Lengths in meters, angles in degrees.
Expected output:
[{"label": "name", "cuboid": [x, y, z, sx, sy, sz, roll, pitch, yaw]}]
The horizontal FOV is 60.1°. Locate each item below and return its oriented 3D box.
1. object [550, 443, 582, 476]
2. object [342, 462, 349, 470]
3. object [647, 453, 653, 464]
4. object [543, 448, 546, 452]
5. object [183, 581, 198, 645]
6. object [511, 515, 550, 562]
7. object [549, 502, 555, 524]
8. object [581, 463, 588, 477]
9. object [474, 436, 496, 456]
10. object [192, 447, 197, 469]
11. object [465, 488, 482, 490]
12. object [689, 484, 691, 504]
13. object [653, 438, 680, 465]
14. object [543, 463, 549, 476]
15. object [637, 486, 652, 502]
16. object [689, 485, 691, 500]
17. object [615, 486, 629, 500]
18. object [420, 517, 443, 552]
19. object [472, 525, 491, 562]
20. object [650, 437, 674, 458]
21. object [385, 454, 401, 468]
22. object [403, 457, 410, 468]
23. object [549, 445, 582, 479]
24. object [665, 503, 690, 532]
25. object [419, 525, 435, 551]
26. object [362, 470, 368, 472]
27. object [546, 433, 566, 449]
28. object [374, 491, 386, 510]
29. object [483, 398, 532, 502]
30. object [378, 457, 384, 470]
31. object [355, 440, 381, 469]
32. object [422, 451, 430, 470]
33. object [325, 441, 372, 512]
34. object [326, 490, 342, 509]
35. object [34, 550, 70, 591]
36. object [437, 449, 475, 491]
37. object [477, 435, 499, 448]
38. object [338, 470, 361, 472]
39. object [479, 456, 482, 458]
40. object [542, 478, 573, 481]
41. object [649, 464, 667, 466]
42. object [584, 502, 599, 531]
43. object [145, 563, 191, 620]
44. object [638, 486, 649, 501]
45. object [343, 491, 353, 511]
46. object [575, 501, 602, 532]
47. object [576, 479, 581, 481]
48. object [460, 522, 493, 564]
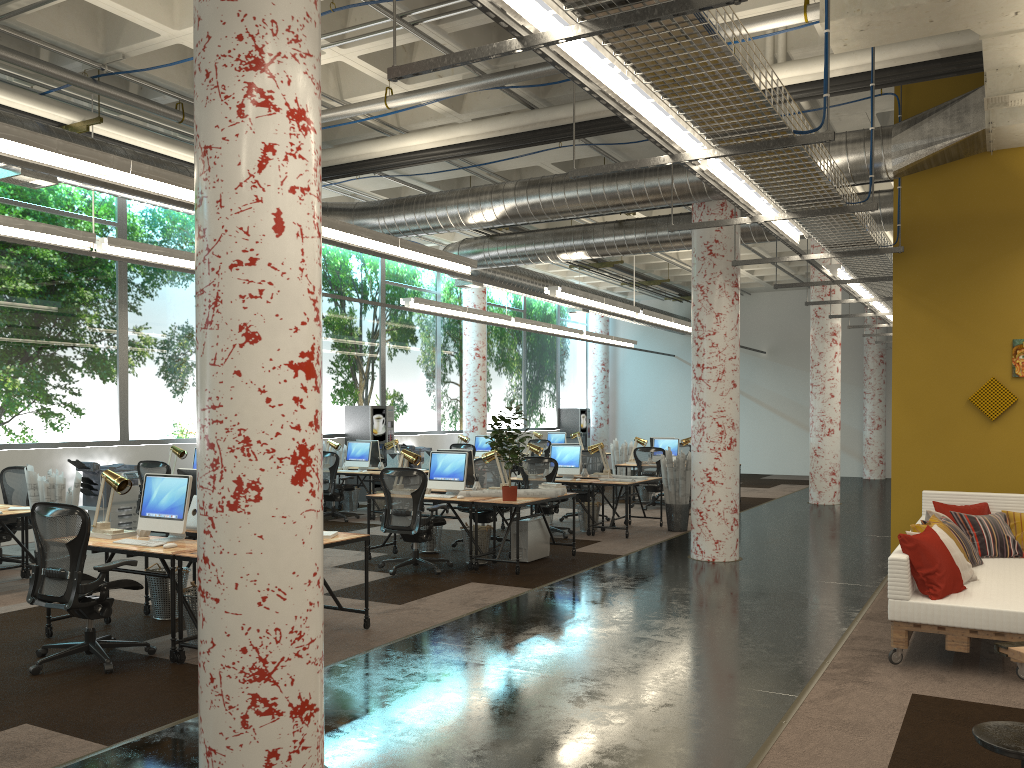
[{"label": "object", "cuboid": [0.796, 1.126, 13.154, 0.483, 0.486, 0.189, 0, 1, 29]}, {"label": "object", "cuboid": [-2.740, 1.314, 14.578, 0.101, 0.209, 0.101, 0, 1, -16]}, {"label": "object", "cuboid": [2.522, 1.366, 16.214, 0.101, 0.209, 0.101, 0, 1, -16]}, {"label": "object", "cuboid": [0.776, 1.527, 20.899, 0.101, 0.209, 0.101, 0, 1, -16]}, {"label": "object", "cuboid": [-2.208, 1.647, 6.359, 0.358, 0.435, 0.353, 0, 0, 25]}, {"label": "object", "cuboid": [0.214, 1.741, 10.016, 0.221, 0.455, 0.541, 0, 0, 29]}, {"label": "object", "cuboid": [0.490, 1.881, 13.292, 0.358, 0.435, 0.353, 0, 0, 25]}, {"label": "object", "cuboid": [1.062, 1.256, 12.940, 0.101, 0.209, 0.101, 0, 1, -16]}, {"label": "object", "cuboid": [-0.537, 1.286, 17.842, 0.483, 0.486, 0.189, 0, 1, 29]}, {"label": "object", "cuboid": [-3.993, 1.077, 11.629, 0.483, 0.486, 0.189, 0, 1, 29]}, {"label": "object", "cuboid": [-0.538, 1.250, 10.569, 0.439, 0.017, 0.118, -1, -2, 29]}, {"label": "object", "cuboid": [3.137, 1.983, 15.952, 0.235, 0.403, 0.119, 0, 1, 30]}, {"label": "object", "cuboid": [2.788, 1.221, 15.994, 0.483, 0.486, 0.189, 0, 1, 29]}, {"label": "object", "cuboid": [0.501, 1.251, 12.784, 0.101, 0.209, 0.101, 0, 1, -16]}, {"label": "object", "cuboid": [2.511, 1.996, 16.722, 0.358, 0.435, 0.353, 0, 0, 25]}, {"label": "object", "cuboid": [3.095, 1.967, 15.885, 0.358, 0.435, 0.353, 0, 0, 25]}, {"label": "object", "cuboid": [2.143, 2.040, 17.161, 0.353, 0.399, 0.353, 0, 0, -16]}, {"label": "object", "cuboid": [-0.974, 1.766, 10.521, 0.358, 0.435, 0.353, 0, 0, 25]}, {"label": "object", "cuboid": [-0.347, 1.753, 9.752, 0.235, 0.403, 0.119, 0, 1, 30]}, {"label": "object", "cuboid": [2.816, 1.241, 16.583, 0.483, 0.486, 0.189, 0, 1, 29]}, {"label": "object", "cuboid": [-1.827, 1.239, 13.733, 0.280, 0.302, 0.150, 0, 0, 29]}, {"label": "object", "cuboid": [-1.755, 1.243, 13.863, 0.280, 0.302, 0.150, 0, 0, 29]}, {"label": "object", "cuboid": [0.767, 1.106, 12.565, 0.483, 0.486, 0.189, 0, 1, 29]}, {"label": "object", "cuboid": [2.340, 1.882, 12.508, 0.353, 0.399, 0.353, 0, 0, -16]}, {"label": "object", "cuboid": [-1.017, 1.777, 10.455, 0.235, 0.403, 0.119, 0, 1, 30]}, {"label": "object", "cuboid": [-2.322, 1.383, 14.016, 0.059, 0.029, 0.106, -1, -2, 30]}, {"label": "object", "cuboid": [1.042, 1.381, 20.680, 0.483, 0.486, 0.189, 0, 1, 29]}, {"label": "object", "cuboid": [-2.125, 1.931, 14.316, 0.235, 0.403, 0.119, 0, 1, 30]}, {"label": "object", "cuboid": [-0.050, 0.674, 9.171, 0.513, 1.078, 0.438, 0, 1, 20]}, {"label": "object", "cuboid": [-2.180, 1.319, 14.734, 0.101, 0.209, 0.101, 0, 1, -16]}, {"label": "object", "cuboid": [-2.446, 1.189, 14.948, 0.483, 0.486, 0.189, 0, 1, 29]}, {"label": "object", "cuboid": [-1.335, 1.268, 14.617, 0.280, 0.302, 0.150, 0, 0, 29]}, {"label": "object", "cuboid": [-2.732, 1.536, 14.512, 1.077, 1.210, 0.190, 0, 1, 29]}, {"label": "object", "cuboid": [-3.119, 1.988, 15.525, 0.353, 0.399, 0.353, 0, 0, -42]}, {"label": "object", "cuboid": [-4.260, 1.743, 8.265, 0.353, 0.399, 0.353, 0, 0, -16]}, {"label": "object", "cuboid": [-0.669, 1.011, 10.383, 0.483, 0.486, 0.189, 0, 1, 29]}, {"label": "object", "cuboid": [-0.509, 1.306, 18.431, 0.483, 0.486, 0.189, 0, 1, 29]}, {"label": "object", "cuboid": [-2.605, 1.396, 14.181, 0.439, 0.017, 0.118, -1, -2, 29]}, {"label": "object", "cuboid": [-0.661, 1.544, 18.783, 0.059, 0.029, 0.106, -1, -2, 30]}, {"label": "object", "cuboid": [0.637, 1.333, 12.388, 0.439, 0.017, 0.118, -1, -2, 29]}, {"label": "object", "cuboid": [2.658, 1.448, 15.817, 0.439, 0.017, 0.118, -1, -2, 29]}, {"label": "object", "cuboid": [1.117, 1.868, 12.522, 0.235, 0.403, 0.119, 0, 1, 30]}, {"label": "object", "cuboid": [-2.792, 1.676, 7.196, 0.358, 0.435, 0.353, 0, 0, 25]}, {"label": "object", "cuboid": [2.468, 2.007, 16.656, 0.235, 0.403, 0.119, 0, 1, 30]}, {"label": "object", "cuboid": [-2.795, 1.955, 15.020, 0.235, 0.403, 0.119, 0, 1, 30]}, {"label": "object", "cuboid": [1.074, 1.852, 12.456, 0.358, 0.435, 0.353, 0, 0, 25]}, {"label": "object", "cuboid": [0.920, 1.320, 12.222, 0.059, 0.029, 0.106, -1, -2, 30]}, {"label": "object", "cuboid": [-0.390, 1.737, 9.685, 0.358, 0.435, 0.353, 0, 0, 25]}]
